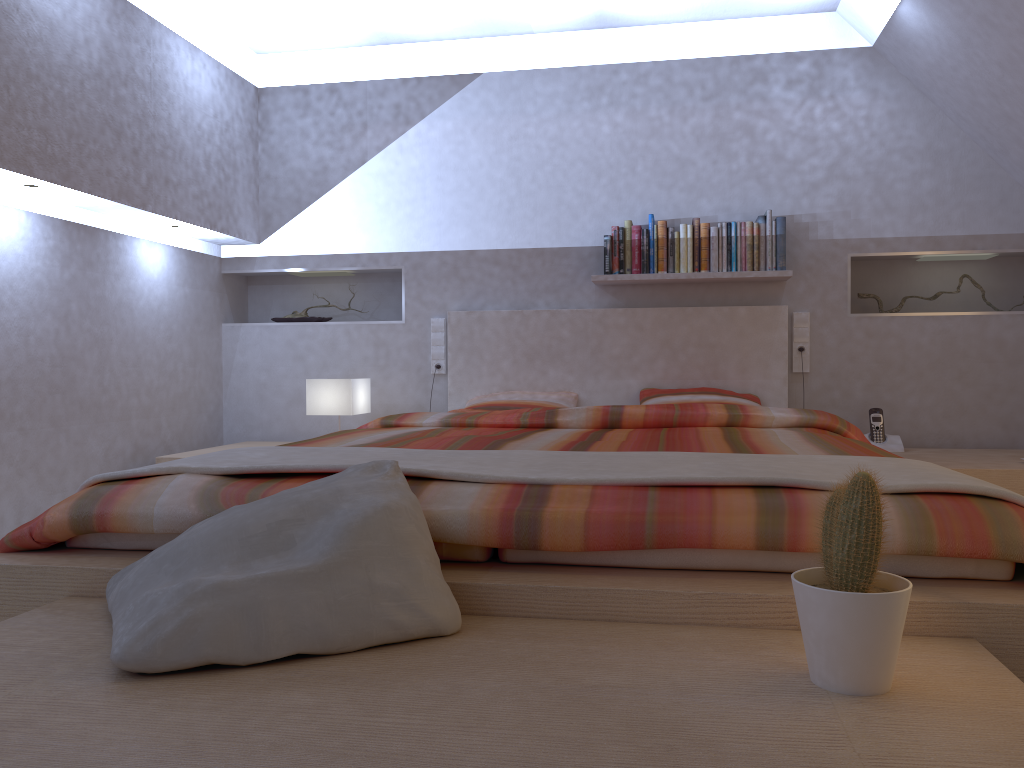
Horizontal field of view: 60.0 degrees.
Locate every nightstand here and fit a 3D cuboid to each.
[{"bbox_3d":[-1.047,0.473,4.172,0.859,0.329,0.847,0,1,10],"label":"nightstand"},{"bbox_3d":[1.886,0.467,3.629,0.859,0.329,0.847,0,1,10],"label":"nightstand"}]

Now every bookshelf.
[{"bbox_3d":[-0.112,0.533,1.128,1.495,0.303,0.643,0,1,10],"label":"bookshelf"},{"bbox_3d":[0.846,-0.504,4.223,0.916,0.028,0.223,0,1,10],"label":"bookshelf"}]

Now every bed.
[{"bbox_3d":[0.221,0.156,2.916,2.087,0.994,3.009,0,1,10],"label":"bed"}]

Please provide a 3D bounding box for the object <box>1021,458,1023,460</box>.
[{"bbox_3d":[2.049,0.298,3.350,0.179,0.015,0.177,0,1,11],"label":"object"}]

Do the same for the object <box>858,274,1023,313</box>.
[{"bbox_3d":[2.137,-0.429,4.246,0.905,0.193,0.085,0,1,11],"label":"object"}]

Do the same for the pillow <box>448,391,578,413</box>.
[{"bbox_3d":[0.014,0.127,4.200,0.572,0.180,0.492,0,1,11],"label":"pillow"}]

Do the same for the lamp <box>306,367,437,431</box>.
[{"bbox_3d":[-0.716,0.173,4.380,0.318,0.515,0.684,1,1,39],"label":"lamp"}]

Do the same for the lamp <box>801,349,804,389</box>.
[{"bbox_3d":[1.480,0.250,2.952,0.396,0.788,2.551,0,1,1],"label":"lamp"}]

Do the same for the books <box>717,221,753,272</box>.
[{"bbox_3d":[1.050,-0.635,4.187,0.159,0.231,0.200,0,1,10],"label":"books"}]

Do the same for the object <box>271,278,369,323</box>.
[{"bbox_3d":[-1.034,-0.452,4.837,0.589,0.242,0.183,0,1,9],"label":"object"}]

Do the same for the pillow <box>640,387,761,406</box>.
[{"bbox_3d":[0.849,0.112,3.995,0.566,0.188,0.497,0,1,11],"label":"pillow"}]

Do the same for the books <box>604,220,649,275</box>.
[{"bbox_3d":[0.554,-0.649,4.270,0.209,0.260,0.215,0,1,10],"label":"books"}]

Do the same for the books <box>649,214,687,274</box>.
[{"bbox_3d":[0.746,-0.660,4.242,0.178,0.281,0.200,0,1,10],"label":"books"}]

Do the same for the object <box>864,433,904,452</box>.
[{"bbox_3d":[1.643,0.259,3.985,0.192,0.087,0.153,0,1,10],"label":"object"}]

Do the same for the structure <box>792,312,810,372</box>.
[{"bbox_3d":[1.381,-0.199,4.240,0.077,0.286,0.034,0,1,10],"label":"structure"}]

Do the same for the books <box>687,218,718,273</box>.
[{"bbox_3d":[0.902,-0.649,4.209,0.140,0.260,0.209,0,1,10],"label":"books"}]

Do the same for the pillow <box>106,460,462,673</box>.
[{"bbox_3d":[-0.381,0.266,1.427,0.498,0.241,0.470,-1,1,-25],"label":"pillow"}]

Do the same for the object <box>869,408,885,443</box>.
[{"bbox_3d":[1.647,0.193,4.003,0.060,0.169,0.079,0,1,10],"label":"object"}]

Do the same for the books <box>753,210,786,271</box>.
[{"bbox_3d":[1.199,-0.661,4.158,0.145,0.281,0.200,0,1,10],"label":"books"}]

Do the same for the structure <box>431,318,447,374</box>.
[{"bbox_3d":[-0.377,-0.195,4.565,0.077,0.286,0.034,0,1,10],"label":"structure"}]

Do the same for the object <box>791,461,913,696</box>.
[{"bbox_3d":[0.429,0.240,1.125,0.144,0.294,0.144,0,1,36],"label":"object"}]
